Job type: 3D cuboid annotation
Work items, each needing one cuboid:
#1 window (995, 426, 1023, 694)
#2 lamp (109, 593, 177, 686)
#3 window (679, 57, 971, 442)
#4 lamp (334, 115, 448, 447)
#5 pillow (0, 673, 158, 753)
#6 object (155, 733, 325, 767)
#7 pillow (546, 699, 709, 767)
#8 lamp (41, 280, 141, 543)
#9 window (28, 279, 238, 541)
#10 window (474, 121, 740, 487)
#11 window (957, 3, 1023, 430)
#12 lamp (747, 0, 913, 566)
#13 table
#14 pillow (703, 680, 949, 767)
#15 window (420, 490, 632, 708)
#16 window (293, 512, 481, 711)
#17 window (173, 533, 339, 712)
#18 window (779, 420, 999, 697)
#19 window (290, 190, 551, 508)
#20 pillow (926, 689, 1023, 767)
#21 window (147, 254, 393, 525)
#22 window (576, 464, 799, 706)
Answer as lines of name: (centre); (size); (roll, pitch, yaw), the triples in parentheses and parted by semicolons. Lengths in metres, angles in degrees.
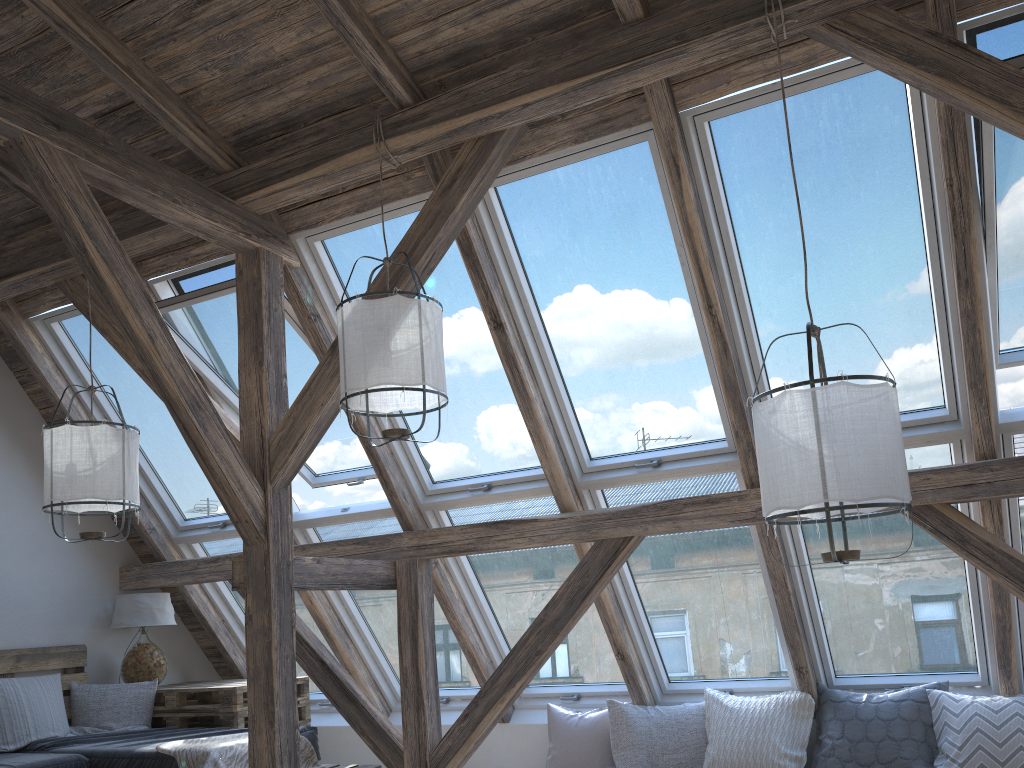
window: (2.620, 0.761, 3.828); (0.862, 1.250, 1.112); (-9, -12, 25)
lamp: (-2.471, 1.963, 5.452); (0.825, 1.259, 0.396); (-6, -9, 11)
window: (1.275, -0.434, 3.498); (0.862, 1.250, 1.112); (-9, -12, 25)
lamp: (-0.472, -0.422, 3.342); (0.400, 1.278, 0.415); (-4, -9, 2)
pillow: (-2.502, 1.814, 4.965); (0.392, 0.390, 0.976); (-14, -17, 40)
object: (-1.110, 1.873, 4.040); (0.813, 0.464, 1.030); (5, -16, -34)
pillow: (0.661, 2.013, 4.892); (1.138, 0.514, 0.442); (-8, -12, 18)
lamp: (-1.923, -0.035, 4.029); (0.400, 1.487, 0.415); (0, -9, -23)
window: (-2.016, 0.214, 5.083); (0.862, 1.250, 1.112); (-9, -12, 25)
window: (0.452, -0.272, 3.894); (0.862, 1.250, 1.112); (-9, -12, 25)
window: (2.119, -0.586, 3.146); (0.862, 1.249, 1.428); (-9, -13, 25)
lamp: (0.885, -0.401, 2.657); (0.400, 1.857, 0.415); (0, -9, -23)
table: (-1.856, 2.223, 5.476); (1.024, 0.687, 0.685); (-10, -13, 25)
pillow: (1.535, 1.798, 4.446); (1.283, 0.552, 0.474); (-11, -13, 26)
window: (0.152, 1.248, 5.017); (0.862, 1.250, 1.112); (-9, -12, 25)
window: (-0.670, 1.410, 5.413); (0.862, 1.250, 1.112); (-9, -12, 25)
window: (-1.493, 1.572, 5.809); (0.862, 1.250, 1.112); (-9, -12, 25)
window: (1.797, 0.923, 4.224); (0.862, 1.250, 1.112); (-9, -12, 25)
window: (-0.370, -0.110, 4.291); (0.862, 1.250, 1.112); (-9, -12, 25)
pillow: (2.501, 1.623, 3.930); (1.166, 0.523, 0.507); (-12, -14, 30)
window: (-1.173, 0.062, 4.728); (0.862, 1.249, 1.370); (-9, -13, 25)
window: (0.975, 1.085, 4.620); (0.862, 1.250, 1.112); (-9, -12, 25)
